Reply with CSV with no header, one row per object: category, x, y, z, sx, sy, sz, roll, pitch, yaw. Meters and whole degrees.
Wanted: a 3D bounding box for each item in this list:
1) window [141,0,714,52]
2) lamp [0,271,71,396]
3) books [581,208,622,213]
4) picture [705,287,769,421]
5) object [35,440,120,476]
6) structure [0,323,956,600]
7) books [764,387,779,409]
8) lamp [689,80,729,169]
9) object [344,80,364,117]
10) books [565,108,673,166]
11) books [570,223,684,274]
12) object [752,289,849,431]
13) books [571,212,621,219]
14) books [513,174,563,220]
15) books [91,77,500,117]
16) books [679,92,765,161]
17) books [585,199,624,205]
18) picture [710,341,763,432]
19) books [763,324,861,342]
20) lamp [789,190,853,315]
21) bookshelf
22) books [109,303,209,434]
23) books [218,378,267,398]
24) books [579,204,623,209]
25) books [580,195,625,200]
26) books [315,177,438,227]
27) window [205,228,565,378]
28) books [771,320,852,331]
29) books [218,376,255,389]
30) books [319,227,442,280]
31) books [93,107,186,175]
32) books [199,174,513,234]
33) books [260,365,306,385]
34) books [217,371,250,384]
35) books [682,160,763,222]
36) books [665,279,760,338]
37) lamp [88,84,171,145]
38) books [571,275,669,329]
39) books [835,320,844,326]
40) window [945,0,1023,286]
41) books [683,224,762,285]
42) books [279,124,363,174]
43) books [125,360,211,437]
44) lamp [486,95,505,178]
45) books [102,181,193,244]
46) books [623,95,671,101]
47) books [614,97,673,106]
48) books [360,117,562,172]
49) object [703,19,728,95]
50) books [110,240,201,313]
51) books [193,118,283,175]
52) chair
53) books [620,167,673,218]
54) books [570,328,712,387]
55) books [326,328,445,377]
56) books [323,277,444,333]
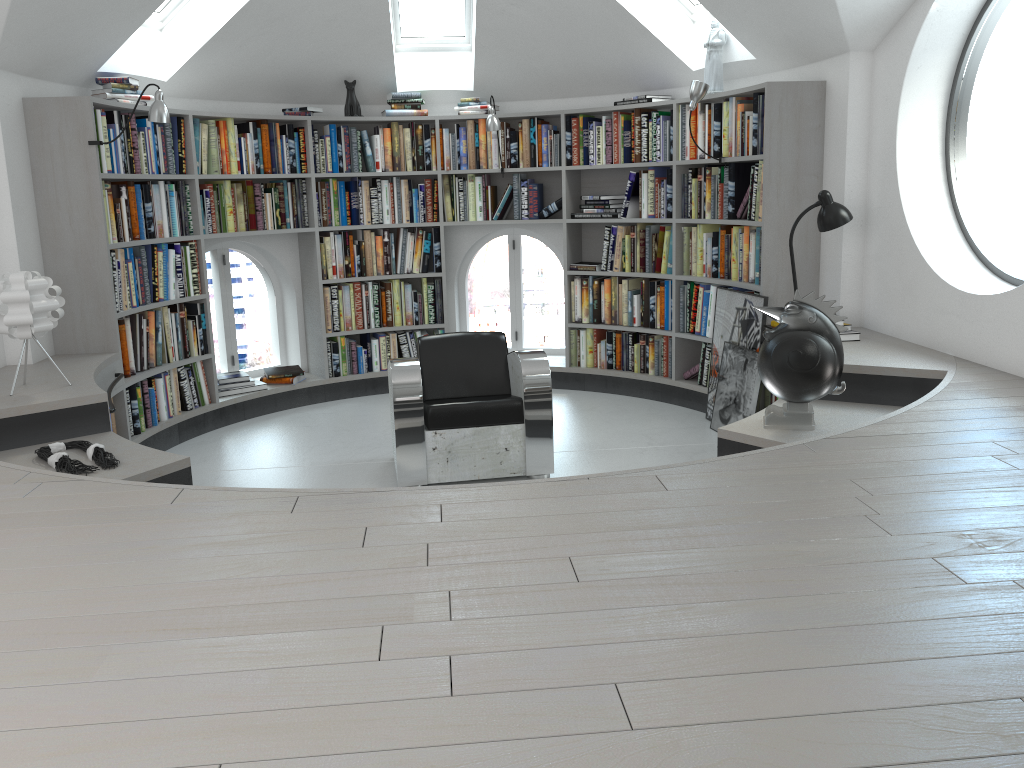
window,-0.513,-2.630,5.657,4.055,0.709,1.943,-3,12,-5
lamp,-2.155,-0.236,3.946,0.306,0.522,0.307,-5,12,-16
books,0.692,-1.277,6.520,0.286,0.031,0.270,5,14,29
picture,1.367,-0.139,5.435,0.090,0.858,0.581,-5,12,-15
object,-1.699,0.285,3.454,0.218,0.082,0.474,-13,16,-41
structure,-0.312,0.143,4.780,4.718,0.689,4.727,9,16,39
books,1.547,0.125,4.712,0.272,0.296,1.154,0,12,9
lamp,1.207,-1.574,5.389,0.275,0.522,0.113,-5,11,-14
object,-1.153,-2.069,6.448,0.147,0.263,0.203,-3,12,-8
books,0.807,-1.741,6.265,0.971,0.365,0.307,8,15,38
books,0.875,-0.980,6.358,0.975,0.350,0.252,8,15,37
object,1.167,-0.105,3.606,0.320,0.559,0.322,-9,13,-31
books,0.693,-1.245,6.526,0.388,0.042,0.367,7,15,34
books,0.225,-1.407,6.647,0.399,0.339,0.225,1,12,15
books,-1.399,-1.937,6.084,2.820,0.172,0.750,-10,15,-34
books,1.404,-1.585,5.488,0.293,0.360,1.018,-6,13,-22
books,0.690,-1.338,6.508,0.227,0.036,0.214,10,17,44
picture,1.344,0.058,5.286,0.107,0.552,0.492,-5,12,-14
books,1.583,-0.273,4.707,0.365,0.042,0.390,-3,12,-5
lamp,1.607,-0.677,4.627,0.322,0.656,0.235,0,11,10
bookshelf,-0.459,-0.899,5.986,4.333,1.870,2.120,-3,12,-5
books,-2.250,-0.054,5.146,0.390,0.691,1.650,-1,12,5
books,-1.988,0.017,6.291,0.366,0.042,0.389,-11,16,-37
books,0.691,-1.308,6.514,0.286,0.031,0.270,10,17,44
books,0.689,-1.369,6.502,0.269,0.031,0.287,-7,14,-24
books,-1.030,-1.376,6.671,1.029,0.357,0.302,-6,12,-19
window,-1.036,-0.644,6.858,3.233,1.144,0.620,-6,12,-19
books,1.582,-0.309,4.700,0.286,0.034,0.306,-5,13,-14
books,-1.988,-0.016,6.285,0.269,0.031,0.287,-8,14,-28
books,-1.004,-0.998,6.703,0.998,0.349,0.299,-7,12,-21
books,-2.277,-1.400,5.169,0.300,0.359,1.038,1,12,11
books,-1.154,-1.314,6.432,2.532,0.369,0.593,-7,13,-24
books,-1.670,-0.061,6.483,0.318,0.099,0.293,-2,12,-3
books,-1.989,-0.047,6.279,0.214,0.036,0.227,-8,14,-28
books,1.419,-1.208,5.549,0.279,0.356,1.057,-6,13,-19
books,1.411,-0.470,5.747,0.304,0.357,1.189,-7,13,-23
lamp,-2.039,-1.434,4.720,0.414,0.310,0.117,-3,11,-8
books,0.826,-0.618,6.489,0.873,0.349,0.273,7,14,36
books,1.581,-0.341,4.694,0.269,0.031,0.287,-1,12,5
window,2.329,-1.139,3.809,0.104,1.462,1.479,-3,12,-5
books,1.439,-0.832,5.618,0.276,0.346,1.025,-6,13,-19
books,-1.414,-1.695,6.424,0.683,0.344,0.266,-8,13,-27
books,-2.227,0.063,5.503,0.283,0.318,0.923,1,13,13
lamp,-0.124,-1.773,6.382,0.113,0.563,0.359,-1,11,2
books,-2.275,-1.025,5.261,0.303,0.346,1.094,0,12,11
books,0.941,-1.986,6.179,0.233,0.027,0.248,-9,15,-31
books,0.942,-1.959,6.184,0.317,0.036,0.337,-13,17,-41
books,-0.364,-1.785,6.633,1.565,0.365,0.396,-2,12,1
object,1.278,-2.066,5.616,0.179,0.470,0.180,-1,11,4
books,-2.227,-0.651,5.298,0.260,0.357,1.025,1,12,12
books,-1.917,-1.592,5.972,0.269,0.371,0.796,7,15,38
chair,-0.253,0.112,4.889,0.823,0.715,0.745,-4,12,-10
books,1.036,-1.336,6.189,0.554,0.349,0.256,9,15,41
books,1.023,-0.220,6.342,0.361,0.309,1.501,-12,16,-42
books,-0.984,-0.264,6.840,1.020,0.305,0.289,-6,12,-20
books,-0.980,-0.622,6.781,1.032,0.355,0.294,-6,12,-19
